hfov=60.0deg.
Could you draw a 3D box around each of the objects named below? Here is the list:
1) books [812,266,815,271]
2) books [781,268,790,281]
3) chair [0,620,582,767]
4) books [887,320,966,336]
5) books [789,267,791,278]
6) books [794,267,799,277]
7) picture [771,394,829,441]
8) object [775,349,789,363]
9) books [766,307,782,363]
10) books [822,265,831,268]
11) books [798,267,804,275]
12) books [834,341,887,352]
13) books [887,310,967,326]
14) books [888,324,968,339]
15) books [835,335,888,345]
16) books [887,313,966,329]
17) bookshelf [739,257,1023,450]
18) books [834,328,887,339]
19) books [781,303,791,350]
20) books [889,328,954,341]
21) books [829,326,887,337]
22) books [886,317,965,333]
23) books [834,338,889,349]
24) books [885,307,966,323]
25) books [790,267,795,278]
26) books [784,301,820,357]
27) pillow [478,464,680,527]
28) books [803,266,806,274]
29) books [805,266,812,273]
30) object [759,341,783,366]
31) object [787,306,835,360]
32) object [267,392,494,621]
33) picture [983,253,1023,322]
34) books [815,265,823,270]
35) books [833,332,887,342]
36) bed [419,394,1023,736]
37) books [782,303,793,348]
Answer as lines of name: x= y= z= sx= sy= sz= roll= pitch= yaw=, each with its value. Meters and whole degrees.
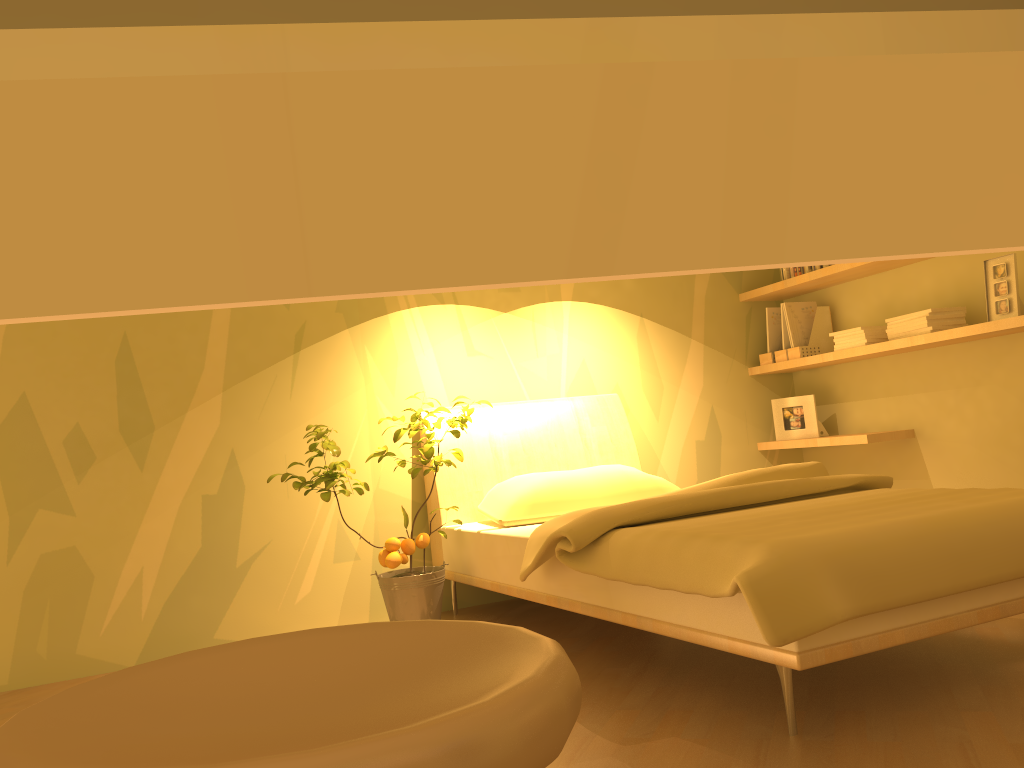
books: x=1.539 y=-0.643 z=4.398 sx=0.155 sy=0.203 sz=0.017 roll=-4 pitch=-5 yaw=-25
books: x=1.453 y=-0.621 z=4.583 sx=0.157 sy=0.203 sz=0.040 roll=-4 pitch=-5 yaw=-25
chair: x=-0.106 y=0.454 z=0.534 sx=0.348 sy=0.551 sz=0.364 roll=-5 pitch=-4 yaw=-14
books: x=1.804 y=-0.243 z=3.868 sx=0.190 sy=0.015 sz=0.270 roll=-5 pitch=-4 yaw=-13
books: x=1.475 y=-0.638 z=4.555 sx=0.138 sy=0.229 sz=0.032 roll=-4 pitch=-5 yaw=-25
books: x=1.490 y=-0.631 z=4.501 sx=0.157 sy=0.203 sz=0.032 roll=-4 pitch=-5 yaw=-25
picture: x=1.487 y=0.176 z=4.604 sx=0.247 sy=0.219 sz=0.131 roll=-10 pitch=-6 yaw=42
object: x=1.472 y=-0.247 z=4.596 sx=0.236 sy=0.259 sz=0.087 roll=-4 pitch=-5 yaw=-25
books: x=1.427 y=-0.256 z=4.690 sx=0.214 sy=0.297 sz=0.048 roll=-3 pitch=-5 yaw=-30
books: x=1.571 y=-0.652 z=4.323 sx=0.157 sy=0.203 sz=0.040 roll=-4 pitch=-5 yaw=-25
books: x=1.503 y=-0.618 z=4.476 sx=0.157 sy=0.172 sz=0.021 roll=-4 pitch=-5 yaw=-25
books: x=1.684 y=-0.178 z=4.166 sx=0.270 sy=0.015 sz=0.190 roll=-4 pitch=-5 yaw=-25
books: x=1.814 y=-0.288 z=3.888 sx=0.190 sy=0.015 sz=0.270 roll=-5 pitch=-4 yaw=-14
books: x=1.813 y=-0.228 z=3.872 sx=0.190 sy=0.015 sz=0.270 roll=-5 pitch=-4 yaw=-17
books: x=1.687 y=-0.209 z=4.162 sx=0.270 sy=0.015 sz=0.190 roll=-4 pitch=-5 yaw=-24
books: x=1.803 y=-0.273 z=3.869 sx=0.190 sy=0.015 sz=0.270 roll=-5 pitch=-4 yaw=-12
bookshelf: x=1.912 y=-0.415 z=3.630 sx=0.300 sy=1.240 sz=2.605 roll=-4 pitch=-5 yaw=-25
books: x=1.685 y=-0.238 z=4.167 sx=0.270 sy=0.015 sz=0.190 roll=-4 pitch=-5 yaw=-23
books: x=1.477 y=-0.269 z=4.576 sx=0.214 sy=0.297 sz=0.048 roll=-4 pitch=-5 yaw=-25
books: x=1.814 y=-0.213 z=3.871 sx=0.190 sy=0.015 sz=0.270 roll=-5 pitch=-4 yaw=-14
books: x=1.663 y=-0.251 z=4.177 sx=0.270 sy=0.015 sz=0.190 roll=-4 pitch=-5 yaw=-27
books: x=1.802 y=-0.257 z=3.875 sx=0.190 sy=0.015 sz=0.270 roll=-5 pitch=-4 yaw=-14
books: x=1.682 y=-0.193 z=4.167 sx=0.270 sy=0.015 sz=0.190 roll=-4 pitch=-5 yaw=-28
books: x=1.805 y=-0.302 z=3.878 sx=0.190 sy=0.015 sz=0.270 roll=-4 pitch=-4 yaw=-19
books: x=1.479 y=-0.625 z=4.526 sx=0.157 sy=0.198 sz=0.022 roll=-4 pitch=-5 yaw=-25
books: x=1.501 y=-0.276 z=4.529 sx=0.210 sy=0.296 sz=0.043 roll=-4 pitch=-5 yaw=-25
pillow: x=0.282 y=0.455 z=3.645 sx=0.801 sy=0.213 sz=0.482 roll=-5 pitch=-4 yaw=-15
books: x=1.518 y=-0.632 z=4.455 sx=0.146 sy=0.193 sz=0.032 roll=-4 pitch=-5 yaw=-25
books: x=1.522 y=-0.647 z=4.421 sx=0.166 sy=0.217 sz=0.038 roll=-4 pitch=-5 yaw=-25
object: x=1.419 y=-0.233 z=4.710 sx=0.236 sy=0.259 sz=0.087 roll=-3 pitch=-5 yaw=-30
object: x=1.512 y=-0.257 z=4.509 sx=0.236 sy=0.259 sz=0.087 roll=-4 pitch=-5 yaw=-25
object: x=-0.467 y=0.498 z=3.331 sx=0.828 sy=0.944 sz=0.372 roll=-3 pitch=-5 yaw=-32
picture: x=2.006 y=-0.381 z=3.558 sx=0.171 sy=0.264 sz=0.134 roll=-4 pitch=-5 yaw=-26
books: x=1.550 y=-0.638 z=4.352 sx=0.173 sy=0.184 sz=0.032 roll=-4 pitch=-5 yaw=-25
books: x=1.680 y=-0.223 z=4.162 sx=0.270 sy=0.015 sz=0.190 roll=-4 pitch=-5 yaw=-25
bed: x=0.561 y=0.394 z=3.010 sx=1.286 sy=0.894 sz=2.378 roll=-4 pitch=-5 yaw=-25
books: x=1.494 y=-0.274 z=4.535 sx=0.210 sy=0.296 sz=0.036 roll=-4 pitch=-5 yaw=-25
